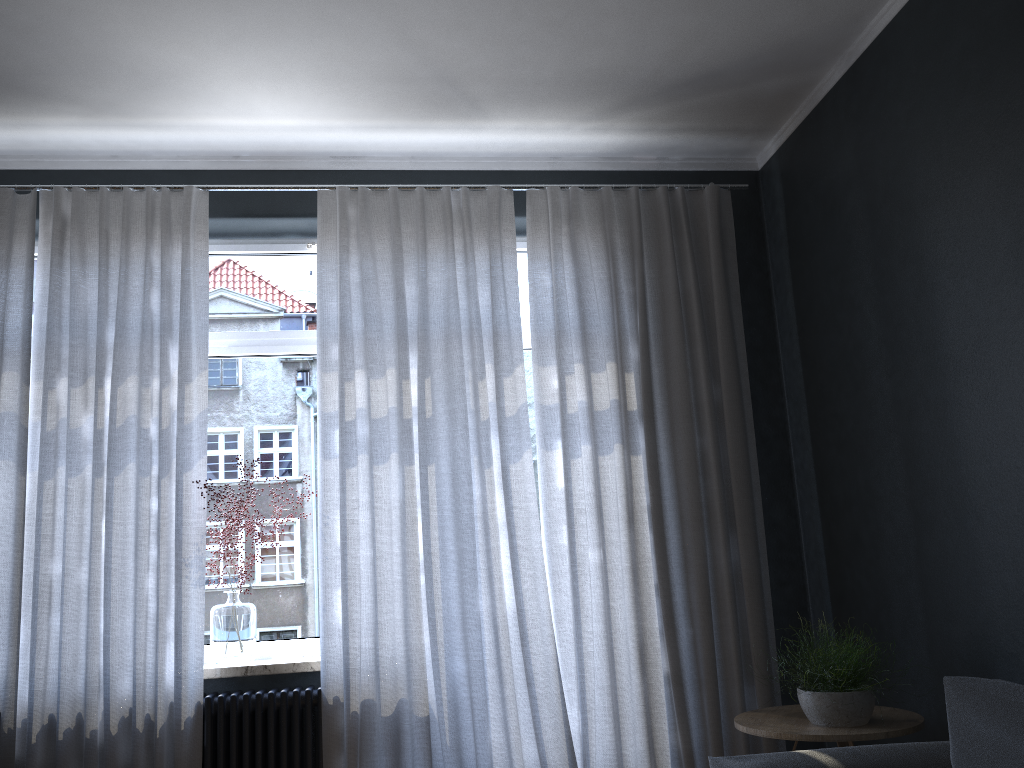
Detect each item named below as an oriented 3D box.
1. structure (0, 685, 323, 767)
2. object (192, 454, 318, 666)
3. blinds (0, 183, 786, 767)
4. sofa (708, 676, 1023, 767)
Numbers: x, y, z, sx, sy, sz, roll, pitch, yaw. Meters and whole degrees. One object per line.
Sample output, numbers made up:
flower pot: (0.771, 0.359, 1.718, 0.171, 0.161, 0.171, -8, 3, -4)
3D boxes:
structure: (-1.485, 1.500, 3.337, 1.846, 0.598, 0.216, -2, -11, -7)
object: (-1.093, 0.713, 3.573, 0.514, 0.807, 0.601, 4, -13, -33)
blinds: (-0.844, 0.534, 3.548, 3.992, 2.780, 0.313, -2, -11, -7)
sofa: (1.113, 1.004, 1.461, 0.970, 0.796, 2.347, -2, -12, -8)
